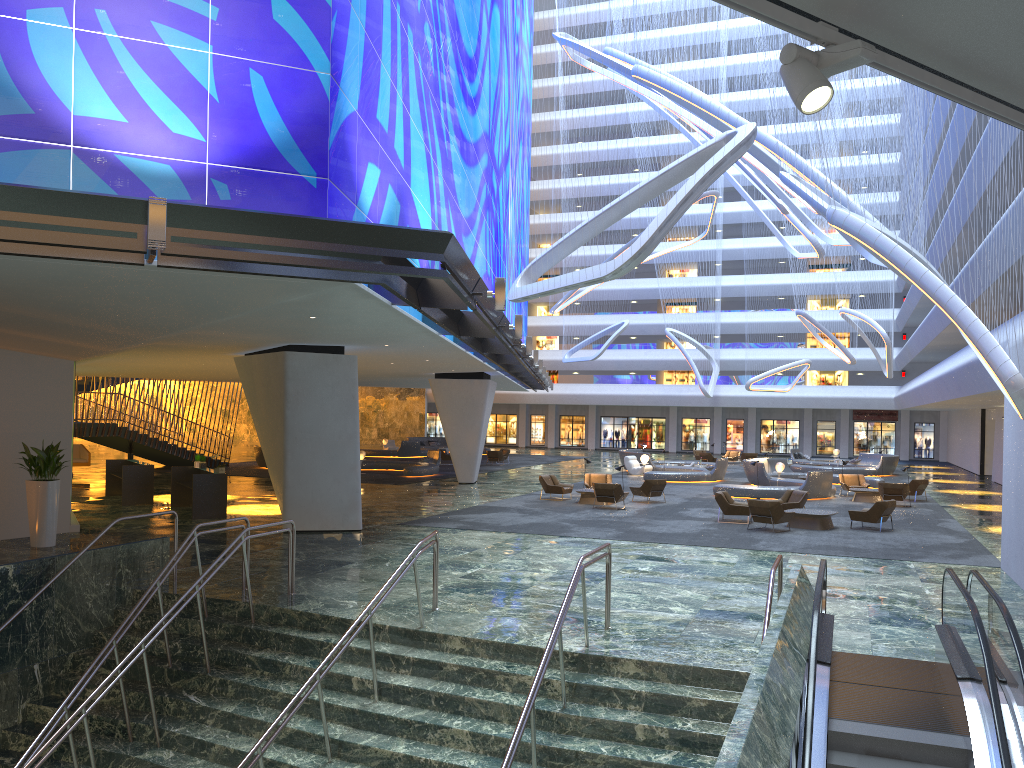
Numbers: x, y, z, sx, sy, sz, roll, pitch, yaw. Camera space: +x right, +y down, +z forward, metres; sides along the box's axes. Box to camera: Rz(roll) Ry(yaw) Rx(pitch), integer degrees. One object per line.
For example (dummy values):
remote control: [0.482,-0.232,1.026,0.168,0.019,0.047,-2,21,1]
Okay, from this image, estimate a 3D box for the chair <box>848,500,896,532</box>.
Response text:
chair: [8.992,3.253,22.093,0.930,0.766,0.938,2,-2,-45]

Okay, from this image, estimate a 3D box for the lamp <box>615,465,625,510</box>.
lamp: [3.142,2.982,25.652,0.384,1.300,0.202,1,0,38]

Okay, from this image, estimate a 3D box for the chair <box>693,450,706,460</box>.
chair: [11.110,4.264,51.798,0.929,0.766,0.939,2,-1,-26]

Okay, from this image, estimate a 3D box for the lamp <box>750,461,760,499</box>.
lamp: [8.189,3.220,29.830,0.384,1.300,0.202,1,0,38]

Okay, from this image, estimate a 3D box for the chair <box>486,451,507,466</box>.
chair: [-0.850,3.834,46.004,0.929,0.766,0.939,1,-1,19]

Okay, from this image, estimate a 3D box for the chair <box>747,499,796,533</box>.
chair: [6.234,3.178,21.491,0.939,0.766,0.929,2,-1,-42]

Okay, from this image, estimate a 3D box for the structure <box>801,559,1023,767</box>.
structure: [1.607,5.837,1.102,3.016,8.238,19.840,1,-1,21]

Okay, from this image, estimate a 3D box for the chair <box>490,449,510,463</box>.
chair: [-0.640,3.902,47.957,0.939,0.766,0.929,2,-1,-31]

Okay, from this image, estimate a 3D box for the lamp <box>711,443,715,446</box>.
lamp: [11.043,3.891,48.669,0.202,1.300,0.384,1,0,-17]

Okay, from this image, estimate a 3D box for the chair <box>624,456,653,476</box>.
chair: [5.733,3.720,40.215,1.157,0.882,0.729,0,-1,40]

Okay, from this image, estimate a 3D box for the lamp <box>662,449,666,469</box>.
lamp: [6.622,3.473,38.574,0.202,1.300,0.384,1,0,-4]

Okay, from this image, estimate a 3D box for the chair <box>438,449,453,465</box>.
chair: [-3.386,3.784,46.037,0.939,0.766,0.929,1,-1,-8]

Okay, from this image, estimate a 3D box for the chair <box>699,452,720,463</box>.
chair: [10.894,4.168,48.982,0.939,0.766,0.929,2,-1,-28]

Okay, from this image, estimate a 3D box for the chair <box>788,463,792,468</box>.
chair: [14.918,4.353,48.138,0.491,0.501,0.586,2,-1,-35]

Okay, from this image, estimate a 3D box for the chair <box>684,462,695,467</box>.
chair: [8.214,4.070,43.596,1.785,0.501,0.585,2,-1,-15]

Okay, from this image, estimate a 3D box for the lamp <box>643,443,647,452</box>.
lamp: [6.911,3.734,46.404,0.202,1.300,0.384,1,0,-25]

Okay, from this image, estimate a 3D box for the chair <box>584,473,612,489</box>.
chair: [2.841,3.360,29.178,0.929,0.766,0.939,1,-1,4]

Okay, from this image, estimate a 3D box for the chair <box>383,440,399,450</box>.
chair: [-7.570,3.949,55.435,0.729,0.882,1.157,1,-1,-25]

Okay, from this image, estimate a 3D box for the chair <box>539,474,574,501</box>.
chair: [1.394,3.301,28.253,0.938,0.766,0.930,1,-1,29]

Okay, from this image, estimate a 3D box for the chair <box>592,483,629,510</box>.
chair: [2.838,3.251,25.826,0.929,0.766,0.939,1,-1,27]

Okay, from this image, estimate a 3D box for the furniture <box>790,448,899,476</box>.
furniture: [17.561,4.113,47.287,5.184,0.969,9.933,1,-2,17]

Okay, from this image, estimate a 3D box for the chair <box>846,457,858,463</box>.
chair: [18.749,4.295,48.036,0.930,0.766,0.938,2,-1,-36]

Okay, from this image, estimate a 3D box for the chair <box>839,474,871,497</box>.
chair: [12.189,3.629,31.639,0.929,0.766,0.939,1,-1,4]

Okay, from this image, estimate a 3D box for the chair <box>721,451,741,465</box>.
chair: [12.826,4.296,51.721,0.929,0.766,0.939,0,-1,39]

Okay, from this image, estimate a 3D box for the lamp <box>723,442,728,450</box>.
lamp: [12.452,4.024,51.877,0.384,1.300,0.202,1,0,-18]

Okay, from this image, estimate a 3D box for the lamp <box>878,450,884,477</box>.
lamp: [17.802,3.834,42.728,0.202,1.300,0.384,1,0,-20]

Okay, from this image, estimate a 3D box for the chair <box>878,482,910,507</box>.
chair: [12.187,3.519,28.288,0.929,0.766,0.939,1,-1,27]

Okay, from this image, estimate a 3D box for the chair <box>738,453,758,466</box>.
chair: [13.291,4.243,49.812,0.929,0.766,0.939,1,-1,-1]

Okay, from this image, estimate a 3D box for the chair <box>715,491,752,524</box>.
chair: [5.815,3.224,23.157,0.938,0.766,0.930,1,-1,23]

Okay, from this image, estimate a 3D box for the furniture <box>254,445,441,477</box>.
furniture: [-7.523,3.365,39.827,9.925,0.969,5.188,0,-2,38]

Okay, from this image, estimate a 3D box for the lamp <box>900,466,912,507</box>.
lamp: [12.490,3.251,28.114,0.384,1.300,0.202,1,0,38]

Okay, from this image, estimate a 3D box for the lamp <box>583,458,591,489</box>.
lamp: [2.445,3.080,29.087,0.202,1.300,0.384,1,0,37]

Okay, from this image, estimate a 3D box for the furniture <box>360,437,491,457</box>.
furniture: [-5.741,3.916,55.647,5.184,0.969,9.933,0,-2,38]

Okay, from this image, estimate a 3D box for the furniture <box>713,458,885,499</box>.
furniture: [10.533,3.535,33.874,5.184,0.969,9.933,0,-2,38]

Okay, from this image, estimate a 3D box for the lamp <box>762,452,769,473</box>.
lamp: [10.801,3.528,37.656,0.384,1.300,0.202,1,0,38]

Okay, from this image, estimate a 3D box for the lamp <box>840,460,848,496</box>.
lamp: [11.794,3.348,31.548,0.202,1.300,0.384,1,0,37]

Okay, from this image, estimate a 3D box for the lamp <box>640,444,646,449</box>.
lamp: [6.480,3.648,44.030,0.384,1.300,0.202,1,0,14]

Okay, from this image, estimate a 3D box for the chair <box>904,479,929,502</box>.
chair: [13.669,3.616,30.346,0.930,0.766,0.938,2,-1,-36]

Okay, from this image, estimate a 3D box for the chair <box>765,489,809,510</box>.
chair: [7.509,3.290,24.151,0.939,0.766,0.929,1,-1,-17]

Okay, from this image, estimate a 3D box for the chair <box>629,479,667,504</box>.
chair: [4.320,3.348,27.885,0.930,0.766,0.938,2,-1,-36]

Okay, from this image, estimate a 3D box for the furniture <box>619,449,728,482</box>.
furniture: [7.320,3.707,41.171,5.184,0.969,9.932,1,-2,13]

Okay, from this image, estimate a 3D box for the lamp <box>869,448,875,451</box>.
lamp: [18.973,3.984,46.614,0.384,1.300,0.202,1,0,20]

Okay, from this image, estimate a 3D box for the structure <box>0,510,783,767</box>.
structure: [-4.564,5.807,2.973,9.302,8.398,19.744,1,-2,21]
